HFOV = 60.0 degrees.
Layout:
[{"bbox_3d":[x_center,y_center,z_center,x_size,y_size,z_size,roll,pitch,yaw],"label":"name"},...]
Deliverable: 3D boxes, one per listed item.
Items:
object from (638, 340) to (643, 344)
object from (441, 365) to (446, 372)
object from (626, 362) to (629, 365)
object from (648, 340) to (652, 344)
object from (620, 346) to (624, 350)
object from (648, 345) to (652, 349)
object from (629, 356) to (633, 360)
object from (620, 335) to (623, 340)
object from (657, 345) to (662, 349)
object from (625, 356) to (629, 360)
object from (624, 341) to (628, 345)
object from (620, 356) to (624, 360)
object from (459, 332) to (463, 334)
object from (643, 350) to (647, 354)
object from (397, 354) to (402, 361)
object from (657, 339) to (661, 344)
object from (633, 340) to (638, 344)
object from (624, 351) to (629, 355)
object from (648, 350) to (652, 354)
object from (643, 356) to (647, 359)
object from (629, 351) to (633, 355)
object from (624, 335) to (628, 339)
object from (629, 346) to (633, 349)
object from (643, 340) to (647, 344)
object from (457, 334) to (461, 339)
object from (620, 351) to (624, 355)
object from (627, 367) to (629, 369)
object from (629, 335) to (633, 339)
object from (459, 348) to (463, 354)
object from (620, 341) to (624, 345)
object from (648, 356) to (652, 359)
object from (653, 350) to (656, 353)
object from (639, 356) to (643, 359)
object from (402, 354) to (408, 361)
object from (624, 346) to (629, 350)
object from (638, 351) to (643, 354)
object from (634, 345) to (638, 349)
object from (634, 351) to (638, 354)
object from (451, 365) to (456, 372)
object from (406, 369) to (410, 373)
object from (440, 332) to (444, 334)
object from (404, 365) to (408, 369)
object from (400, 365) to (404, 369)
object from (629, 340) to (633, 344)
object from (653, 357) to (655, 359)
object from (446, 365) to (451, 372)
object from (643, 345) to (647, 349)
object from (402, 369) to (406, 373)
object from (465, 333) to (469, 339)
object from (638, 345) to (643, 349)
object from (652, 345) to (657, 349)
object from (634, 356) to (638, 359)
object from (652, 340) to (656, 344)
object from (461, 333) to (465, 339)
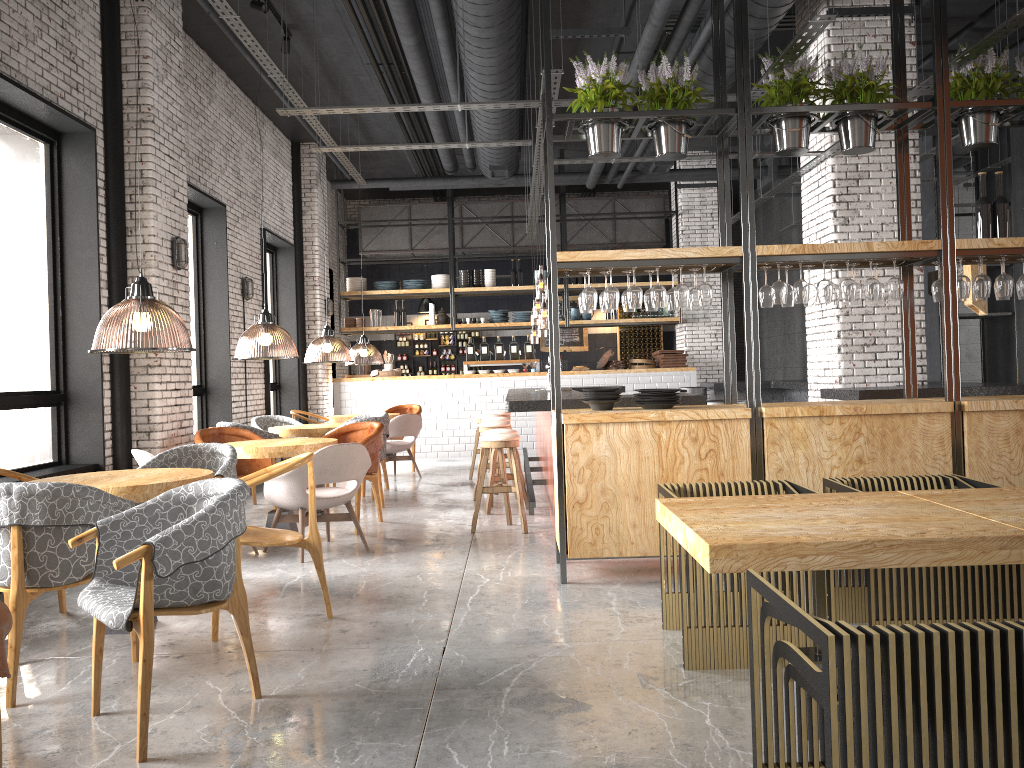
[{"bbox_3d":[2.586,-0.845,17.828,0.079,0.079,0.283,-2,1,0],"label":"object"},{"bbox_3d":[-1.398,-0.316,17.965,0.100,0.139,0.088,-2,0,1],"label":"object"},{"bbox_3d":[2.316,-0.416,17.863,0.079,0.079,0.281,-2,1,0],"label":"object"},{"bbox_3d":[2.774,-0.851,17.824,0.079,0.079,0.283,-2,1,0],"label":"object"},{"bbox_3d":[2.212,-0.728,17.824,0.079,0.079,0.283,-2,1,0],"label":"object"},{"bbox_3d":[2.778,-0.746,17.846,0.079,0.079,0.283,-2,1,0],"label":"object"},{"bbox_3d":[2.407,-0.524,17.859,0.079,0.079,0.281,-2,1,0],"label":"object"},{"bbox_3d":[2.205,-0.939,17.864,0.079,0.079,0.283,-2,1,0],"label":"object"},{"bbox_3d":[2.966,-0.752,17.826,0.079,0.079,0.283,-2,1,0],"label":"object"},{"bbox_3d":[2.312,-0.521,17.820,0.079,0.079,0.281,-2,1,0],"label":"object"},{"bbox_3d":[2.303,-0.837,17.867,0.079,0.079,0.283,-2,1,0],"label":"object"},{"bbox_3d":[2.218,-0.518,17.835,0.079,0.079,0.281,-2,1,0],"label":"object"},{"bbox_3d":[-1.041,-1.078,17.949,0.076,0.111,0.076,-2,0,-25],"label":"object"},{"bbox_3d":[2.687,-0.638,17.860,0.079,0.079,0.281,-2,1,0],"label":"object"},{"bbox_3d":[-2.278,-0.535,17.969,0.100,0.139,0.088,-2,0,1],"label":"object"},{"bbox_3d":[2.963,-0.857,17.847,0.079,0.079,0.283,-2,1,0],"label":"object"},{"bbox_3d":[2.491,-0.842,17.824,0.079,0.079,0.283,-2,1,0],"label":"object"},{"bbox_3d":[2.309,-0.626,17.825,0.079,0.079,0.281,-2,1,0],"label":"object"},{"bbox_3d":[2.781,-0.641,17.844,0.079,0.079,0.281,-2,1,0],"label":"object"},{"bbox_3d":[2.690,-0.533,17.843,0.079,0.079,0.281,-2,1,0],"label":"object"},{"bbox_3d":[2.404,-0.629,17.844,0.079,0.079,0.281,-2,1,0],"label":"object"},{"bbox_3d":[2.299,-0.942,17.848,0.079,0.079,0.283,-2,1,0],"label":"object"},{"bbox_3d":[2.400,-0.734,17.837,0.079,0.079,0.283,-2,1,0],"label":"object"},{"bbox_3d":[2.680,-0.849,17.862,0.079,0.079,0.283,-2,1,0],"label":"object"},{"bbox_3d":[-1.079,-0.965,17.948,0.076,0.111,0.076,-2,0,10],"label":"object"},{"bbox_3d":[2.215,-0.624,17.860,0.079,0.079,0.281,-2,1,0],"label":"object"},{"bbox_3d":[2.319,-0.311,17.842,0.079,0.079,0.281,-2,1,0],"label":"object"},{"bbox_3d":[2.394,-0.944,17.829,0.079,0.079,0.283,-2,1,0],"label":"object"},{"bbox_3d":[-1.035,-0.664,17.966,0.081,0.113,0.071,-2,0,-1],"label":"object"},{"bbox_3d":[2.208,-0.834,17.848,0.079,0.079,0.283,-2,1,0],"label":"object"},{"bbox_3d":[2.785,-0.536,17.863,0.079,0.079,0.281,-2,1,0],"label":"object"},{"bbox_3d":[2.876,-0.644,17.821,0.079,0.079,0.281,-2,1,0],"label":"object"},{"bbox_3d":[2.596,-0.530,17.834,0.079,0.079,0.281,-2,1,0],"label":"object"},{"bbox_3d":[-2.170,-0.538,17.969,0.100,0.139,0.088,-2,0,1],"label":"object"},{"bbox_3d":[2.306,-0.731,17.847,0.079,0.079,0.283,-2,1,0],"label":"object"},{"bbox_3d":[2.593,-0.635,17.844,0.079,0.079,0.281,-2,1,0],"label":"object"},{"bbox_3d":[2.495,-0.737,17.846,0.079,0.079,0.283,-2,1,0],"label":"object"},{"bbox_3d":[2.498,-0.632,17.864,0.079,0.079,0.281,-2,1,0],"label":"object"},{"bbox_3d":[-1.187,-0.323,17.965,0.100,0.139,0.088,-2,0,1],"label":"object"},{"bbox_3d":[-2.104,-0.265,17.942,0.070,0.083,0.071,-2,0,25],"label":"object"},{"bbox_3d":[-1.418,-1.099,17.950,0.079,0.156,0.079,-2,0,10],"label":"object"},{"bbox_3d":[-2.146,-0.347,17.942,0.071,0.083,0.071,-2,0,40],"label":"object"},{"bbox_3d":[-2.223,-0.345,17.948,0.070,0.083,0.071,-2,0,25],"label":"object"},{"bbox_3d":[2.397,-0.840,17.863,0.079,0.079,0.283,-2,1,0],"label":"object"},{"bbox_3d":[2.879,-0.539,17.858,0.079,0.079,0.281,-2,1,0],"label":"object"},{"bbox_3d":[-1.290,-0.320,17.965,0.100,0.139,0.088,-2,0,1],"label":"object"},{"bbox_3d":[2.683,-0.743,17.866,0.079,0.079,0.283,-2,1,0],"label":"object"},{"bbox_3d":[-2.186,-0.263,17.943,0.071,0.083,0.071,-2,0,-10],"label":"object"},{"bbox_3d":[-0.914,-0.971,17.949,0.076,0.111,0.076,-2,0,-5],"label":"object"},{"bbox_3d":[2.589,-0.740,17.846,0.079,0.079,0.283,-2,1,0],"label":"object"},{"bbox_3d":[2.872,-0.749,17.861,0.079,0.079,0.283,-2,1,0],"label":"object"},{"bbox_3d":[2.501,-0.527,17.820,0.079,0.079,0.281,-2,1,0],"label":"object"},{"bbox_3d":[2.869,-0.854,17.863,0.079,0.079,0.283,-2,1,0],"label":"object"},{"bbox_3d":[-0.996,-0.968,17.947,0.076,0.111,0.076,-2,0,20],"label":"object"}]
